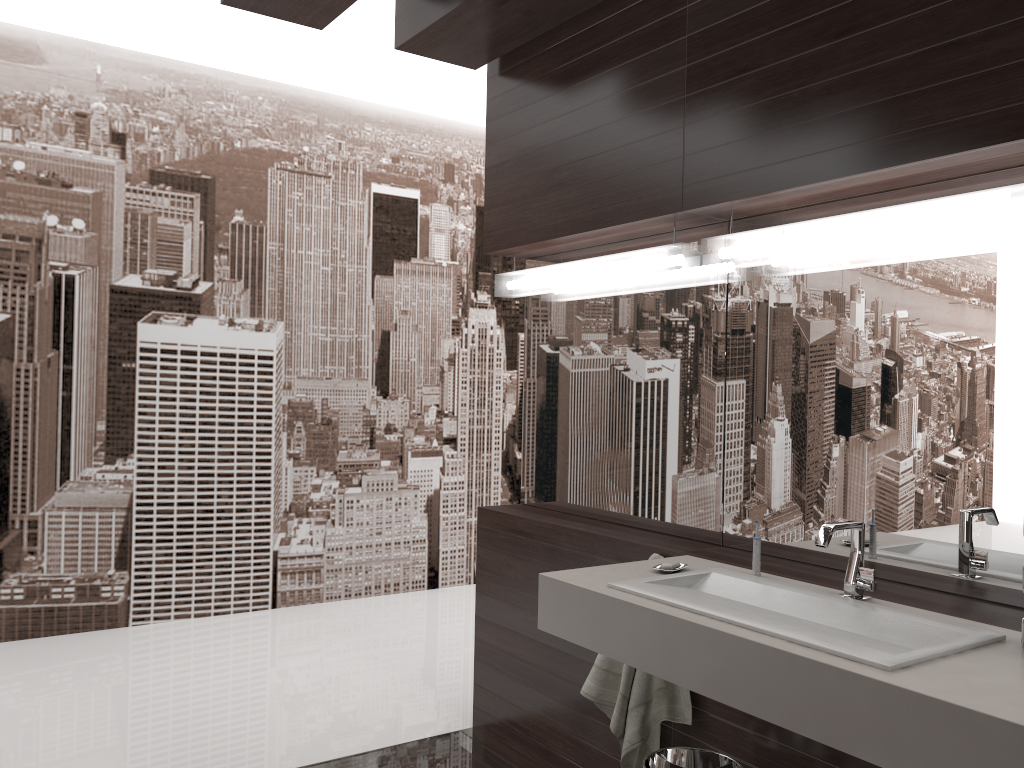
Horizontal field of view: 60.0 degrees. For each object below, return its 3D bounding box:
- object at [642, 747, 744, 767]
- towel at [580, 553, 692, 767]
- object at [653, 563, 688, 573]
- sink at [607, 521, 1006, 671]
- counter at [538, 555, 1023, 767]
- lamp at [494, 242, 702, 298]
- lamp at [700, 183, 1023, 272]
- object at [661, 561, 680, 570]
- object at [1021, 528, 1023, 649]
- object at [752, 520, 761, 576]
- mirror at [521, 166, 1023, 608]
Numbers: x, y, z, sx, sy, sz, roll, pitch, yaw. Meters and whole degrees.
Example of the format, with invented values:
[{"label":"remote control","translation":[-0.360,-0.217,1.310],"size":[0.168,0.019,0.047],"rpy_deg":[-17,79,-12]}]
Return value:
[{"label":"object","translation":[0.420,1.073,2.068],"size":[0.237,0.358,0.237],"rpy_deg":[1,0,-2]},{"label":"towel","translation":[0.319,0.804,2.404],"size":[0.156,0.678,0.368],"rpy_deg":[1,0,-34]},{"label":"object","translation":[0.383,0.446,2.141],"size":[0.065,0.011,0.108],"rpy_deg":[1,0,34]},{"label":"sink","translation":[0.578,0.387,1.792],"size":[0.427,0.193,0.681],"rpy_deg":[1,0,-34]},{"label":"counter","translation":[0.811,0.522,1.409],"size":[0.488,0.131,1.954],"rpy_deg":[1,0,-34]},{"label":"lamp","translation":[0.237,-0.355,2.869],"size":[0.082,0.082,0.950],"rpy_deg":[1,0,-34]},{"label":"lamp","translation":[0.810,-0.348,2.025],"size":[0.082,0.082,0.950],"rpy_deg":[1,0,-34]},{"label":"object","translation":[0.382,0.439,2.141],"size":[0.035,0.016,0.066],"rpy_deg":[1,0,33]},{"label":"object","translation":[0.944,0.329,1.484],"size":[0.136,0.261,0.145],"rpy_deg":[1,0,9]},{"label":"object","translation":[0.582,0.389,2.108],"size":[0.022,0.132,0.022],"rpy_deg":[1,0,38]},{"label":"mirror","translation":[-0.230,-0.035,0.076],"size":[4.126,0.916,5.081],"rpy_deg":[1,0,-34]}]
